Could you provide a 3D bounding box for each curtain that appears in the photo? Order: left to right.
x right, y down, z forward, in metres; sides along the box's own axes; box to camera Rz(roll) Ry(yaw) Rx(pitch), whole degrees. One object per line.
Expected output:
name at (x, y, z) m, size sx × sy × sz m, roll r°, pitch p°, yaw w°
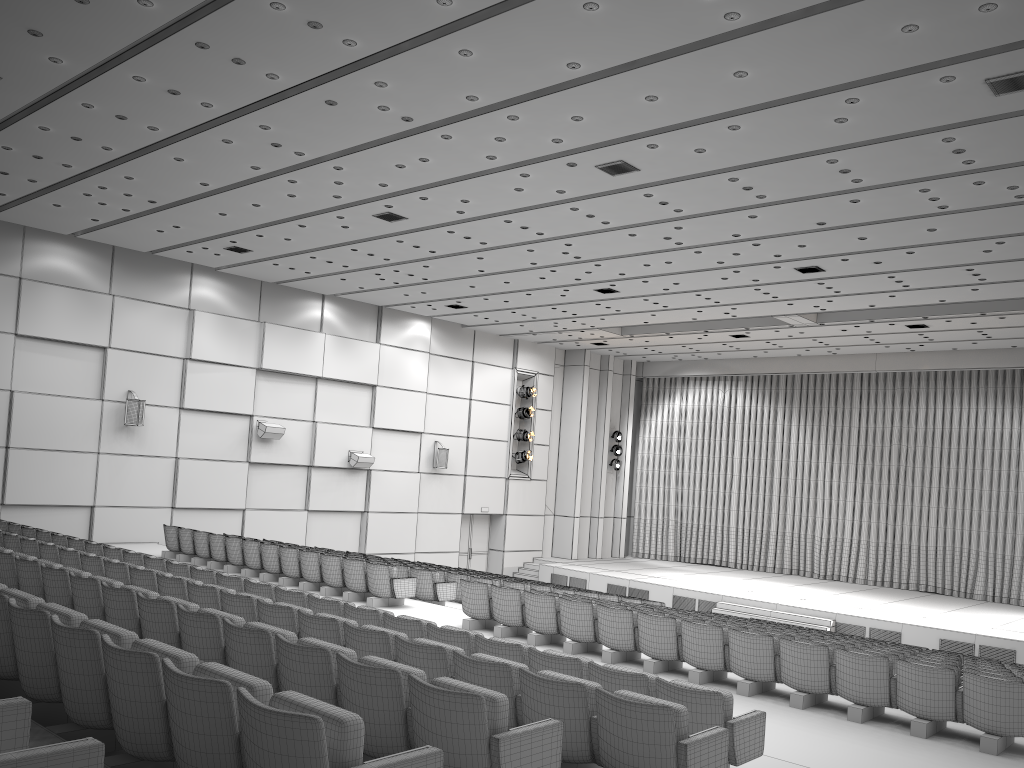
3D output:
curtain at (10.723, 2.602, 25.386) m, size 16.124 × 6.496 × 1.436 m, roll -1°, pitch -4°, yaw 42°

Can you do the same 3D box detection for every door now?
door at (-1.237, 4.886, 26.048) m, size 0.085 × 2.171 × 1.706 m, roll 2°, pitch -3°, yaw 42°

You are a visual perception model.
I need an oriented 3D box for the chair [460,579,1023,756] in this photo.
chair at (1.908, 2.824, 9.521) m, size 6.598 × 0.619 × 0.615 m, roll -1°, pitch -6°, yaw 42°

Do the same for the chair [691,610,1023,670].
chair at (5.507, 4.228, 13.598) m, size 6.048 × 0.619 × 0.615 m, roll -1°, pitch -6°, yaw 42°

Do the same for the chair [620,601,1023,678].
chair at (4.073, 3.666, 11.963) m, size 6.048 × 0.619 × 0.615 m, roll -1°, pitch -6°, yaw 42°

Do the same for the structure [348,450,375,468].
structure at (-3.801, 1.900, 22.281) m, size 0.470 × 0.416 × 0.522 m, roll 0°, pitch -5°, yaw 43°

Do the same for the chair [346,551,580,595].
chair at (-1.181, 4.072, 18.087) m, size 6.597 × 0.619 × 0.615 m, roll -1°, pitch -6°, yaw 42°

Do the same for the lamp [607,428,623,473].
lamp at (3.377, 2.182, 28.971) m, size 0.387 × 1.474 × 0.436 m, roll 6°, pitch -3°, yaw -44°

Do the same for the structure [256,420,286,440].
structure at (-5.618, 1.066, 20.554) m, size 0.470 × 0.416 × 0.522 m, roll 0°, pitch -5°, yaw 42°

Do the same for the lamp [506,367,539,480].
lamp at (0.300, 1.226, 26.712) m, size 0.745 × 3.330 × 1.024 m, roll 2°, pitch -3°, yaw 42°

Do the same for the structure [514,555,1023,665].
structure at (8.430, 5.891, 22.903) m, size 17.812 × 0.843 × 8.354 m, roll -1°, pitch -8°, yaw 42°

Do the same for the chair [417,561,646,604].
chair at (0.253, 4.634, 19.723) m, size 6.597 × 0.619 × 0.615 m, roll -1°, pitch -6°, yaw 42°

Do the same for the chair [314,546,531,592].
chair at (-1.886, 3.791, 17.258) m, size 6.048 × 0.619 × 0.615 m, roll -1°, pitch -6°, yaw 42°

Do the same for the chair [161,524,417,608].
chair at (-4.050, 2.949, 14.816) m, size 6.597 × 0.619 × 0.615 m, roll -1°, pitch -6°, yaw 42°

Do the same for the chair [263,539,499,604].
chair at (-2.616, 3.511, 16.452) m, size 6.597 × 0.619 × 0.615 m, roll -1°, pitch -6°, yaw 42°

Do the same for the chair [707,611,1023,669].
chair at (6.212, 4.509, 14.428) m, size 6.597 × 0.619 × 0.615 m, roll -1°, pitch -6°, yaw 42°

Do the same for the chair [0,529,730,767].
chair at (-4.152, 2.077, 9.166) m, size 13.745 × 0.619 × 0.615 m, roll -1°, pitch -6°, yaw 42°

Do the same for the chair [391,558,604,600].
chair at (-0.451, 4.353, 18.894) m, size 6.048 × 0.619 × 0.615 m, roll -1°, pitch -6°, yaw 42°

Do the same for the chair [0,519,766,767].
chair at (-3.455, 2.358, 10.002) m, size 13.195 × 0.619 × 0.615 m, roll -1°, pitch -6°, yaw 42°

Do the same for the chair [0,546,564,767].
chair at (-4.890, 1.797, 8.366) m, size 13.195 × 0.619 × 0.615 m, roll -1°, pitch -6°, yaw 42°

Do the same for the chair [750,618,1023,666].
chair at (6.972, 4.789, 15.215) m, size 6.048 × 0.619 × 0.615 m, roll -1°, pitch -6°, yaw 42°

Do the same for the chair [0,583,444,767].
chair at (-5.587, 1.515, 7.531) m, size 13.745 × 0.619 × 0.615 m, roll -1°, pitch -6°, yaw 42°

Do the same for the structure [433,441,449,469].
structure at (-1.943, 1.940, 24.225) m, size 0.410 × 0.742 × 0.410 m, roll 4°, pitch -3°, yaw -1°

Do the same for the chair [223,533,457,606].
chair at (-3.320, 3.230, 15.623) m, size 6.048 × 0.619 × 0.615 m, roll -1°, pitch -6°, yaw 42°

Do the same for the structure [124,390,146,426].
structure at (-7.830, 0.500, 18.306) m, size 0.410 × 0.742 × 0.410 m, roll 4°, pitch -3°, yaw -1°

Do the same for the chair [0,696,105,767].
chair at (-6.324, 1.235, 6.731) m, size 13.195 × 0.619 × 0.615 m, roll -1°, pitch -6°, yaw 42°

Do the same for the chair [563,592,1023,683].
chair at (3.343, 3.386, 11.157) m, size 6.597 × 0.619 × 0.615 m, roll -1°, pitch -6°, yaw 42°

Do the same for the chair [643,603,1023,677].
chair at (4.777, 3.947, 12.792) m, size 6.597 × 0.619 × 0.615 m, roll -1°, pitch -6°, yaw 42°

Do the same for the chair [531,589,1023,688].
chair at (2.638, 3.105, 10.327) m, size 6.048 × 0.619 × 0.615 m, roll -1°, pitch -6°, yaw 42°

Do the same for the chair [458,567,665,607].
chair at (1.014, 4.915, 20.511) m, size 6.048 × 0.619 × 0.615 m, roll -1°, pitch -6°, yaw 42°
